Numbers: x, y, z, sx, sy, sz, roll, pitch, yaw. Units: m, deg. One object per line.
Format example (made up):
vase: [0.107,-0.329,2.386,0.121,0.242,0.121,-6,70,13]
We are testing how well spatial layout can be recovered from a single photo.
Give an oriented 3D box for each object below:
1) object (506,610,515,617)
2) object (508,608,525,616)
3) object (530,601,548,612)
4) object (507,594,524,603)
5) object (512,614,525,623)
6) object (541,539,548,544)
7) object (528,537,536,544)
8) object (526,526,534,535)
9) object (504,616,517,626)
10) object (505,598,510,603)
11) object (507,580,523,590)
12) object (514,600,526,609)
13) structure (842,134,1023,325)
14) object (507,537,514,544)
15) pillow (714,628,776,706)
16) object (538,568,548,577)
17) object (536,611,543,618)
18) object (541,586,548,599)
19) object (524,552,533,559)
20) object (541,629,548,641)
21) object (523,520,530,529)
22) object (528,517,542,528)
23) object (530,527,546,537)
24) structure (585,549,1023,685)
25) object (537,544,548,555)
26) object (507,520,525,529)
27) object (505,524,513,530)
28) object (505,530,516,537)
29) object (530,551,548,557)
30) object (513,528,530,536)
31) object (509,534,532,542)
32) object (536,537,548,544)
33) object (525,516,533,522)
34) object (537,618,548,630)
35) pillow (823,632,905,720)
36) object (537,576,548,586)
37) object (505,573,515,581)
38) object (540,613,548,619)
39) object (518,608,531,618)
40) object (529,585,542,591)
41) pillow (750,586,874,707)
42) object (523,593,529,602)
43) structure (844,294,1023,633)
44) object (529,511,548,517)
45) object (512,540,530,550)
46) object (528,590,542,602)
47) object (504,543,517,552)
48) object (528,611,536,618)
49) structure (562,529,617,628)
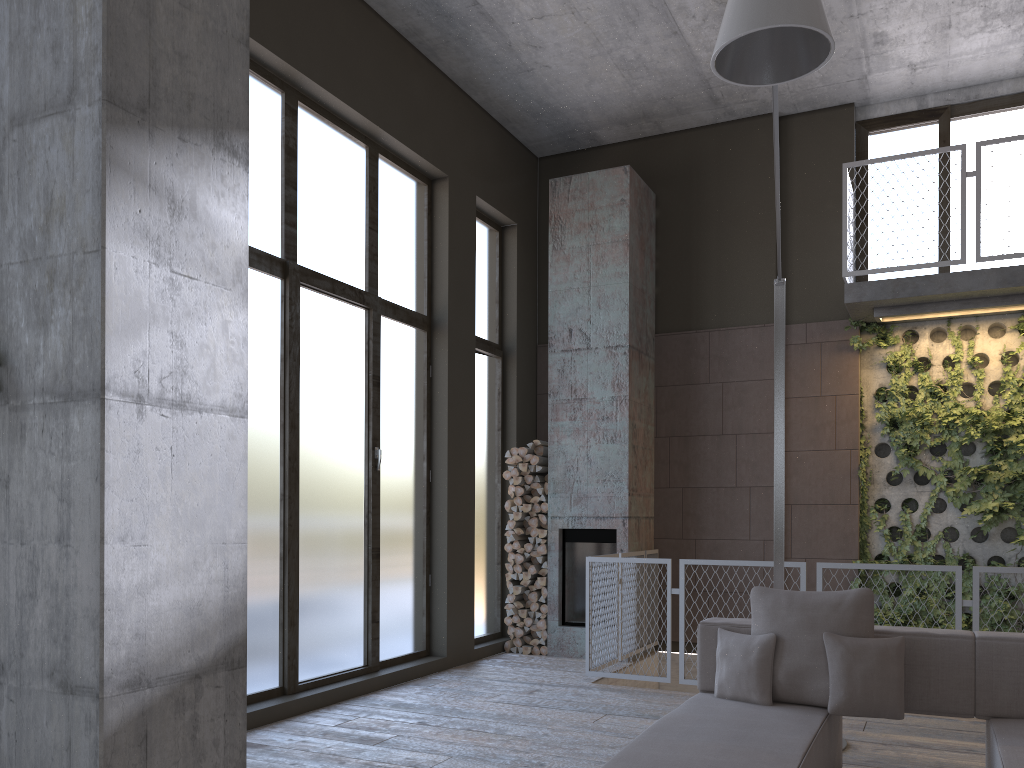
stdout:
object: [0.073,2.268,8.711,0.067,0.084,0.428,-2,-8,28]
object: [0.091,2.220,8.609,0.071,0.072,0.426,-2,-8,27]
object: [0.314,2.167,8.606,0.092,0.092,0.441,-2,-8,27]
object: [0.099,2.103,8.683,0.091,0.088,0.459,-2,-8,28]
object: [0.141,2.304,8.701,0.091,0.088,0.459,-2,-8,27]
object: [0.350,1.515,8.463,0.063,0.047,0.253,-2,-9,25]
object: [0.280,1.535,8.617,0.067,0.067,0.426,-2,-9,27]
object: [0.258,1.447,8.664,0.101,0.086,0.366,-2,-8,27]
object: [0.061,2.339,8.735,0.092,0.091,0.441,-2,-8,27]
object: [0.058,2.130,8.736,0.067,0.070,0.427,-2,-8,27]
object: [0.056,2.009,8.761,0.070,0.117,0.367,-1,-8,26]
object: [0.159,2.178,8.698,0.115,0.079,0.439,-3,-9,26]
structure: [4.227,0.168,6.117,3.688,4.292,3.053,-2,-3,26]
object: [0.076,1.554,8.712,0.067,0.084,0.428,-2,-8,28]
pillow: [1.109,1.366,4.203,0.151,0.374,0.371,1,-4,-31]
object: [0.395,1.834,8.585,0.115,0.079,0.439,-3,-9,25]
object: [0.350,2.241,8.580,0.067,0.066,0.426,-2,-9,27]
object: [0.393,2.016,8.520,0.064,0.124,0.367,-1,-7,27]
object: [0.219,1.675,8.633,0.064,0.074,0.362,-1,-8,24]
object: [0.392,2.416,8.519,0.064,0.124,0.367,-1,-7,27]
object: [0.221,1.398,8.720,0.104,0.101,0.294,-2,-8,27]
object: [0.264,1.346,8.550,0.098,0.106,0.296,-2,-8,25]
object: [0.317,1.454,8.607,0.092,0.092,0.441,-2,-8,27]
structure: [2.988,1.823,6.806,4.435,0.928,1.943,-4,-8,26]
object: [0.343,1.591,8.467,0.101,0.102,0.295,-2,-8,25]
object: [0.102,1.390,8.684,0.091,0.088,0.459,-2,-8,28]
object: [0.061,1.417,8.737,0.067,0.070,0.427,-2,-8,27]
object: [0.057,1.481,8.708,0.122,0.067,0.367,-3,-9,25]
object: [0.309,1.655,8.585,0.122,0.067,0.367,-3,-9,27]
object: [0.162,1.464,8.699,0.115,0.079,0.439,-3,-9,26]
object: [0.093,1.506,8.610,0.071,0.072,0.426,-2,-8,27]
object: [0.353,1.528,8.582,0.067,0.066,0.426,-2,-9,27]
object: [0.229,1.322,8.630,0.064,0.074,0.362,-2,-8,27]
object: [0.341,2.304,8.466,0.101,0.102,0.295,-2,-8,25]
pillow: [1.574,1.296,3.895,0.376,0.370,0.170,0,-2,-1]
object: [0.391,1.910,8.560,0.093,0.083,0.484,-2,-9,27]
object: [0.064,1.906,8.746,0.080,0.106,0.440,-1,-8,26]
object: [0.348,2.229,8.462,0.063,0.047,0.253,-2,-9,25]
object: [0.208,2.243,8.647,0.093,0.083,0.484,-2,-9,27]
object: [0.270,1.989,8.579,0.089,0.056,0.335,-3,-9,26]
pillow: [1.387,1.224,4.103,0.564,0.554,0.222,-2,-2,28]
object: [0.218,2.111,8.719,0.104,0.101,0.294,-2,-8,27]
structure: [4.183,0.929,7.380,2.630,3.802,1.008,-1,-1,26]
object: [0.272,1.275,8.580,0.089,0.056,0.335,-3,-9,26]
object: [0.144,1.591,8.702,0.091,0.088,0.459,-2,-8,27]
object: [0.261,2.060,8.549,0.098,0.106,0.296,-2,-8,25]
object: [0.064,1.625,8.736,0.092,0.091,0.441,-2,-8,27]
object: [0.277,2.249,8.616,0.067,0.067,0.426,-2,-9,27]
structure: [0.748,1.824,8.255,0.576,0.923,0.056,-1,-1,26]
